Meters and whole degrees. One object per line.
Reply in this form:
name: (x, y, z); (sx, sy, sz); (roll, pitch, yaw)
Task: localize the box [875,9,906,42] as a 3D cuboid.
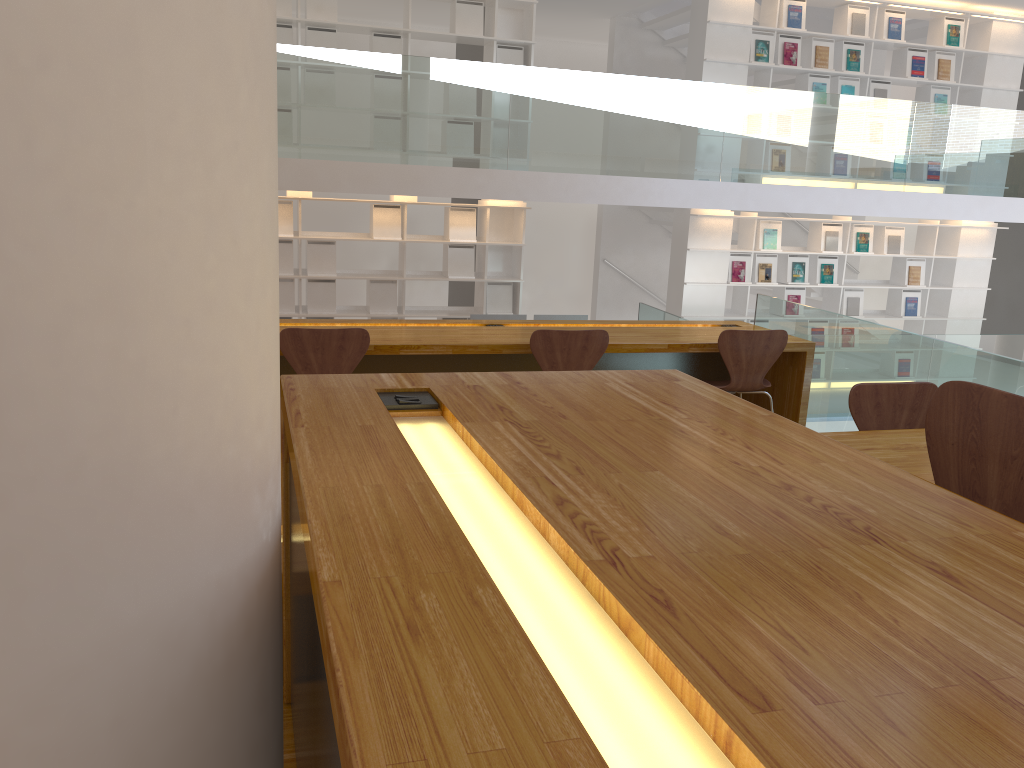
box: (3.710, -3.517, 8.747); (0.245, 0.296, 0.274); (-1, 13, -17)

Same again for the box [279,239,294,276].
box: (-2.015, -1.100, 7.642); (0.245, 0.296, 0.274); (-1, 13, -17)

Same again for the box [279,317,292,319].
box: (-2.055, -0.458, 7.779); (0.245, 0.296, 0.274); (-1, 13, -17)

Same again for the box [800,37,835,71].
box: (2.958, -3.182, 8.597); (0.245, 0.296, 0.274); (-1, 13, -17)

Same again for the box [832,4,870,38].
box: (3.310, -3.509, 8.628); (0.245, 0.296, 0.274); (-1, 13, -17)

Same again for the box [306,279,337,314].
box: (-1.684, -0.785, 7.816); (0.245, 0.296, 0.274); (-1, 13, -17)

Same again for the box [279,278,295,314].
box: (-2.021, -0.779, 7.715); (0.245, 0.296, 0.274); (-1, 13, -17)

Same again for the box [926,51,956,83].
box: (4.330, -3.207, 9.007); (0.245, 0.296, 0.274); (-1, 13, -17)

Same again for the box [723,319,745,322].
box: (2.201, -0.519, 8.989); (0.245, 0.296, 0.274); (-1, 13, -17)

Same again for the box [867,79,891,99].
box: (3.622, -2.874, 8.871); (0.245, 0.296, 0.274); (-1, 13, -17)

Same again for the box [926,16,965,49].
box: (4.392, -3.529, 8.951); (0.245, 0.296, 0.274); (-1, 13, -17)

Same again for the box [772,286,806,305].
box: (2.852, -0.858, 9.107); (0.245, 0.296, 0.274); (-1, 13, -17)

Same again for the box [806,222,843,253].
box: (3.214, -1.498, 9.068); (0.245, 0.296, 0.274); (-1, 13, -17)

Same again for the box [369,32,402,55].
box: (-1.073, -2.805, 7.530); (0.245, 0.296, 0.274); (-1, 13, -17)

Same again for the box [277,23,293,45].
box: (-1.925, -2.790, 7.275); (0.245, 0.296, 0.274); (-1, 13, -17)

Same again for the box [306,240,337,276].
box: (-1.668, -1.105, 7.746); (0.245, 0.296, 0.274); (-1, 13, -17)

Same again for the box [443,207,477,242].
box: (-0.467, -1.447, 8.030); (0.245, 0.296, 0.274); (-1, 13, -17)

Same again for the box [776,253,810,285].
box: (2.862, -1.178, 9.035); (0.245, 0.296, 0.274); (-1, 13, -17)

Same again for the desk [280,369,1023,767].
desk: (0.399, 0.620, 0.223); (0.760, 0.606, 3.185); (-1, 13, -17)

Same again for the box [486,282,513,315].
box: (-0.139, -0.812, 8.277); (0.245, 0.296, 0.274); (-1, 13, -17)

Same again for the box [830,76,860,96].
box: (3.269, -2.867, 8.765); (0.245, 0.296, 0.274); (-1, 13, -17)

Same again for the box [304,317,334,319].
box: (-1.712, -0.464, 7.882); (0.245, 0.296, 0.274); (-1, 13, -17)

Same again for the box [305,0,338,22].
box: (-1.573, -3.116, 7.306); (0.245, 0.296, 0.274); (-1, 13, -17)

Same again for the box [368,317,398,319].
box: (-1.170, -0.473, 8.044); (0.245, 0.296, 0.274); (-1, 13, -17)

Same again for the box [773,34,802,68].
box: (2.611, -3.179, 8.506); (0.245, 0.296, 0.274); (-1, 13, -17)

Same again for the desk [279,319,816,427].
desk: (-0.101, 0.116, 4.923); (3.236, 0.918, 1.285); (-1, 13, -17)

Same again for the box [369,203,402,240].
box: (-1.116, -1.436, 7.833); (0.245, 0.296, 0.274); (-1, 13, -17)

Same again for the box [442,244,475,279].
box: (-0.484, -1.127, 8.100); (0.245, 0.296, 0.274); (-1, 13, -17)

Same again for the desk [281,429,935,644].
desk: (0.474, 0.543, 2.362); (3.185, 0.606, 0.760); (-1, 13, -17)

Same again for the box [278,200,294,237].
box: (-2.000, -1.419, 7.572); (0.245, 0.296, 0.274); (-1, 13, -17)

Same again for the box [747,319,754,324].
box: (2.484, -0.524, 9.073); (0.245, 0.296, 0.274); (-1, 13, -17)

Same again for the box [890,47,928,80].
box: (4.004, -3.204, 8.909); (0.245, 0.296, 0.274); (-1, 13, -17)

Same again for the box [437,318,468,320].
box: (-0.552, -0.484, 8.229); (0.245, 0.296, 0.274); (-1, 13, -17)

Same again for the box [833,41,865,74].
box: (3.288, -3.188, 8.696); (0.245, 0.296, 0.274); (-1, 13, -17)

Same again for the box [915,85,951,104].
box: (4.316, -2.886, 9.078); (0.245, 0.296, 0.274); (-1, 13, -17)

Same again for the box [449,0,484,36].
box: (-0.388, -3.138, 7.660); (0.245, 0.296, 0.274); (-1, 13, -17)

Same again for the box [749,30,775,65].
box: (2.323, -3.172, 8.407); (0.245, 0.296, 0.274); (-1, 13, -17)

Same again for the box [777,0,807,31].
box: (2.630, -3.498, 8.424); (0.245, 0.296, 0.274); (-1, 13, -17)

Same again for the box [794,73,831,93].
box: (2.944, -2.862, 8.668); (0.245, 0.296, 0.274); (-1, 13, -17)

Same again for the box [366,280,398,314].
box: (-1.168, -0.794, 7.970); (0.245, 0.296, 0.274); (-1, 13, -17)

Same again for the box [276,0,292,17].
box: (-1.919, -3.111, 7.202); (0.245, 0.296, 0.274); (-1, 13, -17)

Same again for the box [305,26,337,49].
box: (-1.588, -2.796, 7.376); (0.245, 0.296, 0.274); (-1, 13, -17)

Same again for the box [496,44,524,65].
box: (-0.044, -2.823, 7.838); (0.245, 0.296, 0.274); (-1, 13, -17)
